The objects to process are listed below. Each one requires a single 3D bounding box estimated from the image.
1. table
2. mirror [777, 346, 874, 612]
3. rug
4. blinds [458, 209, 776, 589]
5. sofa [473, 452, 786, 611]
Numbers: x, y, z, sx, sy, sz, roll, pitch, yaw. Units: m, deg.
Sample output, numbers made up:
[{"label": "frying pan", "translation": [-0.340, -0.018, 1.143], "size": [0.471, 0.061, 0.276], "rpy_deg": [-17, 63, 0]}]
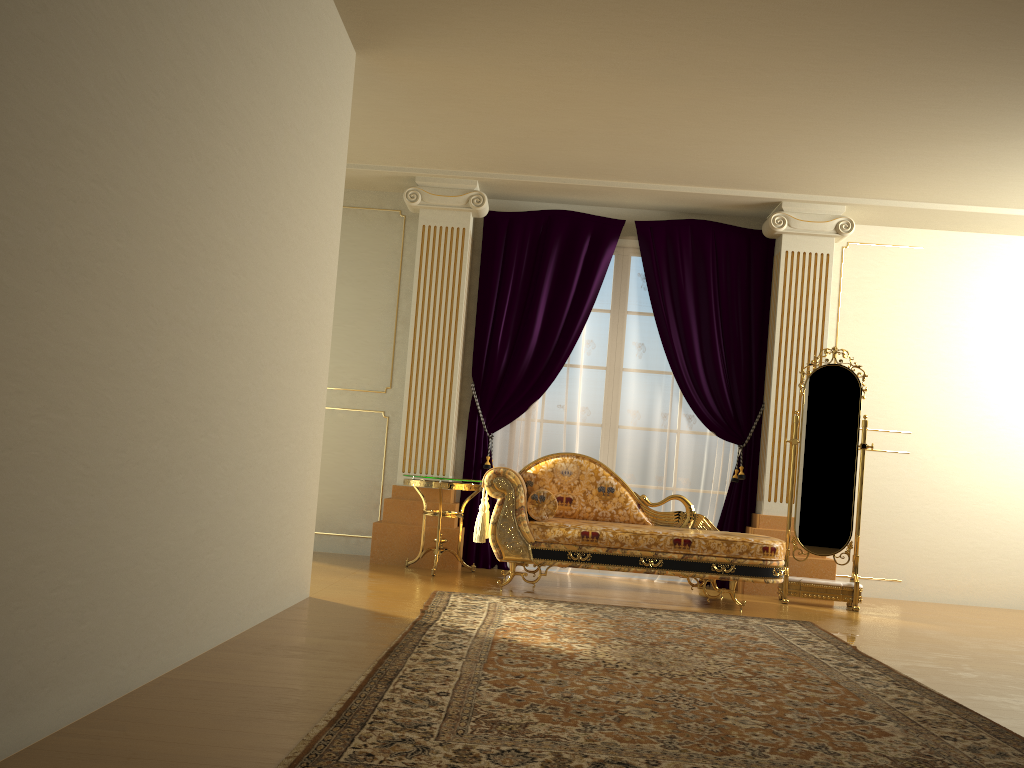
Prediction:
[{"label": "table", "translation": [-0.471, 0.946, 5.925], "size": [0.574, 0.641, 0.571], "rpy_deg": [8, -5, -43]}, {"label": "mirror", "translation": [2.050, 0.597, 5.766], "size": [0.541, 1.695, 0.244], "rpy_deg": [4, -2, 12]}, {"label": "rug", "translation": [0.572, 1.086, 3.444], "size": [2.116, 0.017, 3.093], "rpy_deg": [4, -6, 2]}, {"label": "blinds", "translation": [0.760, 0.094, 6.485], "size": [2.234, 2.645, 0.340], "rpy_deg": [4, -2, 3]}, {"label": "sofa", "translation": [0.732, 0.880, 5.492], "size": [1.893, 0.868, 0.696], "rpy_deg": [4, -3, 2]}]
